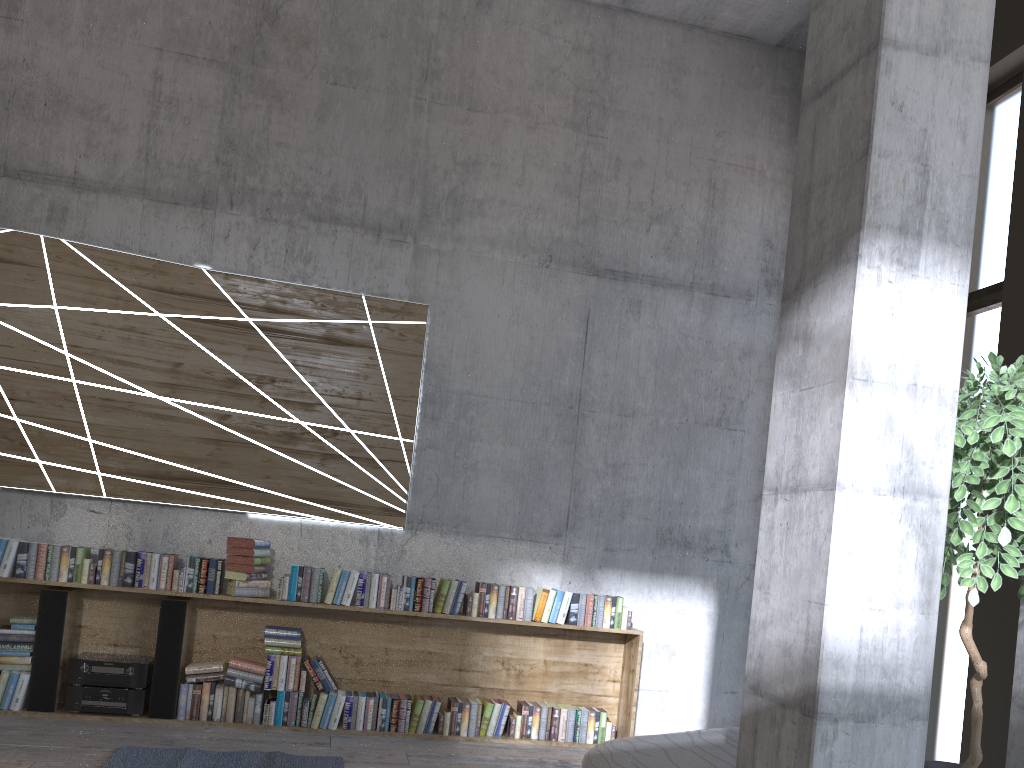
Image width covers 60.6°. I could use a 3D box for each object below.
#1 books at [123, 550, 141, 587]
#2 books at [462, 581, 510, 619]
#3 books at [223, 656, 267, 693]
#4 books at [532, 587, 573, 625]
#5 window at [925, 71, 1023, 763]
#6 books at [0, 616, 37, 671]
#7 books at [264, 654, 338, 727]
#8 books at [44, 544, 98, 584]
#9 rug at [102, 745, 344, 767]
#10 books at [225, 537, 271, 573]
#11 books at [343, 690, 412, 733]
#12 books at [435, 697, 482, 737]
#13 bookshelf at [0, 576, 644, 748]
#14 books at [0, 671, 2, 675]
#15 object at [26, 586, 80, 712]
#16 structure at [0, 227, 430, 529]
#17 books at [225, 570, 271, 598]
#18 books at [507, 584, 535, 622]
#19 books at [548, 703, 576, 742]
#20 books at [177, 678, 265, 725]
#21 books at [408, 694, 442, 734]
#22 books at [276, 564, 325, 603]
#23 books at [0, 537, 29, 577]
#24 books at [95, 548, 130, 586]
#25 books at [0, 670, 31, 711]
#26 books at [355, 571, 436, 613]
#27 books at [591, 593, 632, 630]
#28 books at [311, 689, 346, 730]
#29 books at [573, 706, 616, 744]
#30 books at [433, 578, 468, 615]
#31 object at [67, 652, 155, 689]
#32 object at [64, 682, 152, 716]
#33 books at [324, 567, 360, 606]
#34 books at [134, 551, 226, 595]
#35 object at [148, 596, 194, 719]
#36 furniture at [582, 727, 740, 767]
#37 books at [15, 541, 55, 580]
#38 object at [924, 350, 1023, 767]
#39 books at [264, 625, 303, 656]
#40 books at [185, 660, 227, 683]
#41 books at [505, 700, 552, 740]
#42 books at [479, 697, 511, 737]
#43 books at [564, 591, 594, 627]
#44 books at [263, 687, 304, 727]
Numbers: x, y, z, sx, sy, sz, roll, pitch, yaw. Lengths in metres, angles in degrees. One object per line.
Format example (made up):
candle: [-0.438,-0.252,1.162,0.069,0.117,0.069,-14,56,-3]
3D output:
books: [-2.336,1.136,5.391,0.055,0.219,0.191,6,-5,-11]
books: [-0.170,1.431,5.817,0.279,0.219,0.211,7,-6,-13]
books: [-1.655,1.806,5.451,0.244,0.191,0.155,7,-5,-11]
books: [0.259,1.485,5.878,0.250,0.227,0.191,7,-5,-11]
window: [3.430,-0.150,1.873,0.210,4.118,9.294,6,-8,-12]
books: [-2.967,1.558,5.270,0.252,0.320,0.220,7,-4,-9]
books: [-1.339,1.944,5.574,0.453,0.445,0.215,7,-3,-11]
books: [-2.643,1.088,5.288,0.277,0.219,0.172,7,-5,-10]
rug: [-1.227,1.800,3.378,1.166,0.048,2.948,8,-10,-10]
books: [-1.644,1.068,5.470,0.189,0.208,0.249,5,-6,10]
books: [-0.874,2.121,5.674,0.419,0.218,0.206,8,-5,-11]
books: [-0.352,2.193,5.779,0.279,0.219,0.211,7,-6,-13]
bookshelf: [-1.775,1.726,5.524,5.340,0.799,0.304,8,-3,-11]
books: [-3.125,1.801,5.225,0.074,0.219,0.206,6,-5,-11]
object: [-2.787,1.622,5.330,0.153,0.754,0.274,6,-2,-11]
structure: [-2.263,-0.034,5.406,3.424,1.525,0.360,8,-2,-11]
books: [-1.653,1.247,5.474,0.220,0.148,0.289,1,-9,36]
books: [0.047,1.456,5.835,0.156,0.219,0.191,7,-5,-11]
books: [0.328,2.287,5.925,0.156,0.219,0.191,7,-5,-11]
books: [-1.816,1.979,5.497,0.496,0.236,0.244,8,-6,-11]
books: [-0.579,2.162,5.742,0.200,0.226,0.191,7,-5,-11]
books: [-1.337,1.261,5.562,0.279,0.219,0.211,7,-6,-13]
books: [-3.047,1.023,5.205,0.250,0.227,0.191,7,-5,-11]
books: [-2.440,1.124,5.377,0.156,0.219,0.206,7,-5,-11]
books: [-2.971,1.820,5.241,0.200,0.226,0.191,7,-5,-11]
books: [-0.756,1.349,5.693,0.491,0.219,0.216,8,-6,-11]
books: [0.664,1.550,5.961,0.277,0.219,0.172,7,-5,-10]
books: [-1.168,2.070,5.586,0.200,0.226,0.191,7,-5,-11]
books: [0.551,2.314,5.938,0.277,0.219,0.172,7,-5,-10]
books: [-0.412,1.398,5.777,0.200,0.226,0.191,7,-5,-11]
object: [-2.446,1.760,5.376,0.441,0.159,0.306,8,-8,-11]
object: [-2.464,1.920,5.378,0.441,0.162,0.296,8,-8,-11]
books: [-1.087,1.294,5.603,0.200,0.226,0.191,7,-5,-11]
books: [-2.050,1.171,5.429,0.491,0.219,0.216,8,-6,-11]
object: [-2.125,1.714,5.465,0.153,0.754,0.274,6,-2,-11]
furniture: [1.205,2.030,4.488,1.622,0.803,1.824,2,-9,26]
books: [-2.853,1.058,5.243,0.156,0.219,0.155,7,-4,-11]
object: [1.714,0.807,3.243,0.964,1.849,1.012,3,-4,45]
books: [-1.448,1.631,5.566,0.240,0.159,0.191,7,-6,-11]
books: [-1.900,1.793,5.462,0.235,0.138,0.193,7,-7,-10]
books: [0.112,2.263,5.906,0.279,0.219,0.211,7,-6,-13]
books: [-0.130,2.229,5.866,0.200,0.226,0.191,7,-5,-11]
books: [0.453,1.519,5.917,0.156,0.219,0.155,7,-4,-11]
books: [-1.441,2.033,5.541,0.227,0.219,0.216,7,-6,-11]
